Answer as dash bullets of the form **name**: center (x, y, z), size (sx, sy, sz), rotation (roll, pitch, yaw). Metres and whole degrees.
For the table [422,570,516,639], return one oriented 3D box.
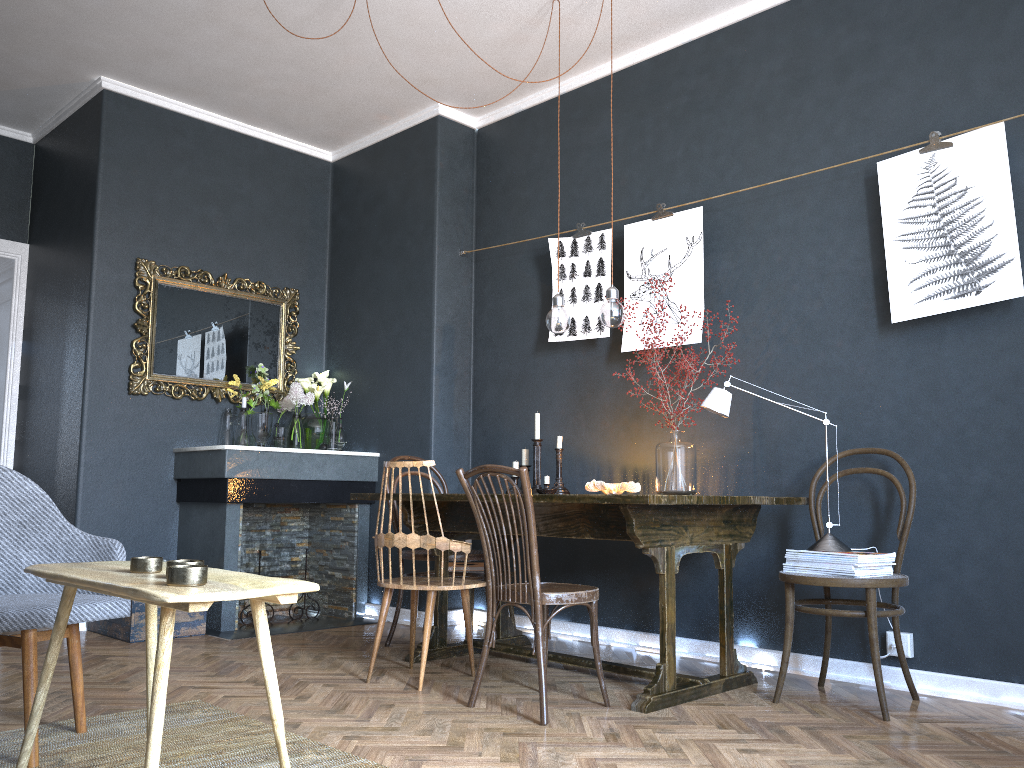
- **table**: center (-0.224, 1.166, 4.754), size (0.369, 0.317, 0.364), rotation (-6, -10, 44)

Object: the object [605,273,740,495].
- **object**: center (0.732, 0.032, 3.949), size (0.556, 0.929, 0.640), rotation (-1, -7, 15)

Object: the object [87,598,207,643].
- **object**: center (-1.885, 1.119, 4.580), size (0.553, 0.325, 0.383), rotation (-6, -10, 44)

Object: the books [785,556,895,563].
- **books**: center (1.186, 0.634, 3.220), size (0.219, 0.008, 0.305), rotation (6, -9, -34)

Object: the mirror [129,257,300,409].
- **mirror**: center (-1.736, -0.276, 5.288), size (0.067, 0.783, 1.058), rotation (-6, -9, 44)

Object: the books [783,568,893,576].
- **books**: center (1.180, 0.679, 3.221), size (0.218, 0.007, 0.305), rotation (5, -9, -33)

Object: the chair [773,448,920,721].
- **chair**: center (1.225, 0.679, 3.231), size (0.438, 0.919, 0.550), rotation (-5, -9, 42)

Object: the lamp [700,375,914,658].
- **lamp**: center (1.132, 0.495, 3.362), size (0.800, 1.067, 0.242), rotation (1, -6, -1)

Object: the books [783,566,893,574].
- **books**: center (1.181, 0.671, 3.221), size (0.219, 0.008, 0.305), rotation (5, -9, -33)

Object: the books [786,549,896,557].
- **books**: center (1.192, 0.612, 3.224), size (0.219, 0.013, 0.305), rotation (5, -9, -33)

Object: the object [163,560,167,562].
- **object**: center (-1.881, 1.044, 4.592), size (0.533, 0.246, 0.370), rotation (-7, -10, 44)

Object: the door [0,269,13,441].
- **door**: center (-3.407, 0.336, 5.883), size (0.857, 2.183, 0.162), rotation (-6, -9, 44)

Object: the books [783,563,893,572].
- **books**: center (1.180, 0.663, 3.222), size (0.219, 0.013, 0.305), rotation (5, -9, -33)

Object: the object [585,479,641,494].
- **object**: center (0.462, 0.476, 4.064), size (0.253, 0.072, 0.254), rotation (6, -9, -38)

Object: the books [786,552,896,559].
- **books**: center (1.192, 0.620, 3.225), size (0.218, 0.008, 0.305), rotation (5, -9, -33)

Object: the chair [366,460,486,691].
- **chair**: center (-0.350, 0.740, 3.540), size (0.456, 0.855, 0.384), rotation (-3, -8, 30)

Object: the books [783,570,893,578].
- **books**: center (1.181, 0.686, 3.219), size (0.219, 0.008, 0.305), rotation (6, -9, -38)

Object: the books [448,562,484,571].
- **books**: center (-0.246, 0.984, 4.777), size (0.207, 0.024, 0.263), rotation (1, -7, -2)

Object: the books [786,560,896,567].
- **books**: center (1.191, 0.646, 3.221), size (0.218, 0.006, 0.305), rotation (5, -9, -33)

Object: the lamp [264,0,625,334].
- **lamp**: center (-0.277, -1.052, 3.612), size (1.591, 1.571, 0.584), rotation (2, -7, -14)

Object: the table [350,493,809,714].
- **table**: center (0.248, 0.827, 3.692), size (1.605, 0.726, 1.127), rotation (-6, -10, 44)

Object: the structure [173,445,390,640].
- **structure**: center (-1.310, 0.871, 5.077), size (0.834, 0.979, 1.066), rotation (-6, -10, 44)

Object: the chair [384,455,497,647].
- **chair**: center (-0.350, 0.800, 4.290), size (0.438, 0.919, 0.549), rotation (7, -9, -42)

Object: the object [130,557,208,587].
- **object**: center (-0.668, 0.368, 1.758), size (0.103, 0.033, 0.369), rotation (6, -9, -34)

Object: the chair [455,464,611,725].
- **chair**: center (0.077, 0.694, 3.043), size (0.363, 0.818, 0.467), rotation (-6, -9, 44)

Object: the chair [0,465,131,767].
- **chair**: center (-1.449, 0.608, 2.464), size (0.495, 0.810, 0.646), rotation (-2, -7, 23)

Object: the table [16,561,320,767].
- **table**: center (-0.747, 0.669, 1.839), size (0.788, 0.549, 0.340), rotation (-6, -10, 44)

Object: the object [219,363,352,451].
- **object**: center (-1.338, 0.137, 5.354), size (0.727, 0.546, 0.474), rotation (7, -9, -42)

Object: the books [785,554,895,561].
- **books**: center (1.188, 0.628, 3.222), size (0.219, 0.008, 0.305), rotation (6, -9, -34)

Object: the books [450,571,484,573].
- **books**: center (-0.233, 1.004, 4.786), size (0.219, 0.013, 0.273), rotation (0, -7, 1)

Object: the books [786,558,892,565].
- **books**: center (1.186, 0.642, 3.222), size (0.219, 0.008, 0.288), rotation (6, -9, -34)

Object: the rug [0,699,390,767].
- **rug**: center (-0.726, 0.968, 2.024), size (2.013, 0.013, 1.004), rotation (-7, -10, 44)

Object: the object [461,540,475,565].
- **object**: center (-0.235, 0.885, 4.782), size (0.074, 0.173, 0.075), rotation (1, -7, 0)

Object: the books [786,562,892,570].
- **books**: center (1.185, 0.659, 3.226), size (0.219, 0.008, 0.288), rotation (5, -9, -32)

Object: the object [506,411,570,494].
- **object**: center (0.118, 0.341, 4.391), size (0.223, 0.419, 0.368), rotation (7, -9, -44)

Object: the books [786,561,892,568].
- **books**: center (1.186, 0.653, 3.227), size (0.219, 0.008, 0.288), rotation (5, -9, -32)

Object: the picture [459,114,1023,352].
- **picture**: center (1.279, -0.598, 3.662), size (4.461, 0.769, 0.058), rotation (-7, -10, 44)
